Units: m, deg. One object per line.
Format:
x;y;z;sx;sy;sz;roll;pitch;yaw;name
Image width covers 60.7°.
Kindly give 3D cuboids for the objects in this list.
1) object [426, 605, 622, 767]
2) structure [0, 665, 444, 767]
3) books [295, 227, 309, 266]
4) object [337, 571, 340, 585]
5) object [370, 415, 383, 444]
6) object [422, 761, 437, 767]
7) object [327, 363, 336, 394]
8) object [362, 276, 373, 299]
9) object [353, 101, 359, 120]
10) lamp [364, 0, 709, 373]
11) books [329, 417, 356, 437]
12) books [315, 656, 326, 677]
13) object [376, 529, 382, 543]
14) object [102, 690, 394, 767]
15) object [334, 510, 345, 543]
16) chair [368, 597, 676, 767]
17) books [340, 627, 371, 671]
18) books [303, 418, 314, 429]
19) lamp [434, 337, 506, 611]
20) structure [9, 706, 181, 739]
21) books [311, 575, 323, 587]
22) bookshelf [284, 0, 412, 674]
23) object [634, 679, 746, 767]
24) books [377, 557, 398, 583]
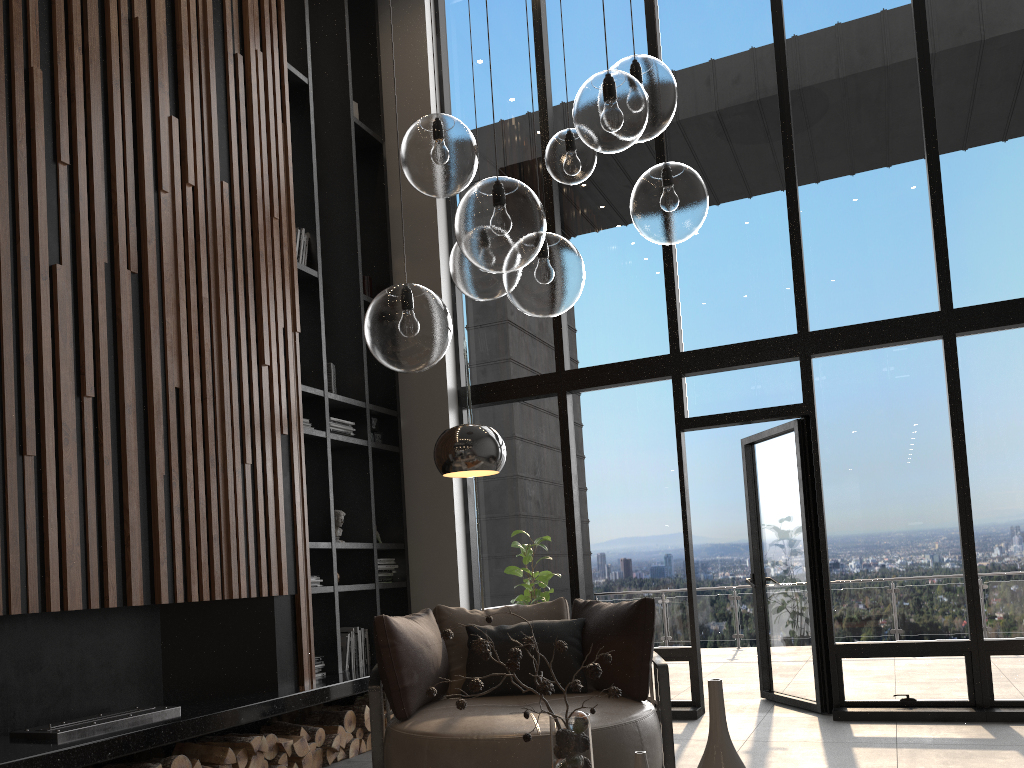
0.027;0.938;2.523;0.541;0.595;0.322;-3;-5;-6;object
-2.045;1.748;3.702;0.671;0.450;6.620;-7;-13;22;structure
-1.531;-0.917;5.838;0.187;0.295;0.372;-6;-9;23;books
-1.252;1.347;6.143;0.100;0.140;0.104;0;-7;-29;object
-1.055;0.359;6.639;0.059;0.230;0.190;-5;-7;25;object
-0.246;1.103;2.308;0.155;0.208;0.077;-8;-6;33;object
-1.312;-0.009;6.221;0.104;0.256;0.105;-4;-5;3;object
-1.135;-0.707;6.775;0.102;0.227;0.103;-4;-5;8;object
-1.265;-2.064;6.795;0.084;0.257;0.135;-6;-6;33;object
-0.040;-2.481;2.657;1.237;4.932;1.239;-5;-4;20;lamp
-1.283;0.330;6.206;0.220;0.126;0.327;-8;-12;22;books
-1.392;1.839;5.659;0.220;0.125;0.343;-8;-12;22;books
-1.092;1.082;6.617;0.131;0.277;0.255;-5;-7;15;object
-1.408;1.996;4.721;0.438;0.384;4.091;-7;-13;23;object
-1.247;1.009;6.158;0.138;0.241;0.138;-1;-6;-26;object
0.029;1.554;4.414;1.448;0.886;1.506;5;-13;-40;chair
-1.165;1.861;6.174;0.175;0.283;0.337;-6;-9;23;books
-1.483;0.274;5.761;0.329;0.071;0.177;-9;-12;22;books
-0.160;0.908;4.684;0.320;2.300;2.069;-4;-7;-1;lamp
-1.946;1.612;4.139;0.301;0.101;0.720;-8;-13;22;structure
-1.404;1.287;5.681;0.220;0.077;0.327;-8;-13;22;books
-1.359;-0.625;6.245;0.340;5.246;1.467;-5;-4;23;bookshelf
0.436;0.937;2.182;0.320;0.392;0.321;-10;-9;42;object
-1.043;1.404;6.575;0.219;0.187;0.378;-7;-11;23;books
